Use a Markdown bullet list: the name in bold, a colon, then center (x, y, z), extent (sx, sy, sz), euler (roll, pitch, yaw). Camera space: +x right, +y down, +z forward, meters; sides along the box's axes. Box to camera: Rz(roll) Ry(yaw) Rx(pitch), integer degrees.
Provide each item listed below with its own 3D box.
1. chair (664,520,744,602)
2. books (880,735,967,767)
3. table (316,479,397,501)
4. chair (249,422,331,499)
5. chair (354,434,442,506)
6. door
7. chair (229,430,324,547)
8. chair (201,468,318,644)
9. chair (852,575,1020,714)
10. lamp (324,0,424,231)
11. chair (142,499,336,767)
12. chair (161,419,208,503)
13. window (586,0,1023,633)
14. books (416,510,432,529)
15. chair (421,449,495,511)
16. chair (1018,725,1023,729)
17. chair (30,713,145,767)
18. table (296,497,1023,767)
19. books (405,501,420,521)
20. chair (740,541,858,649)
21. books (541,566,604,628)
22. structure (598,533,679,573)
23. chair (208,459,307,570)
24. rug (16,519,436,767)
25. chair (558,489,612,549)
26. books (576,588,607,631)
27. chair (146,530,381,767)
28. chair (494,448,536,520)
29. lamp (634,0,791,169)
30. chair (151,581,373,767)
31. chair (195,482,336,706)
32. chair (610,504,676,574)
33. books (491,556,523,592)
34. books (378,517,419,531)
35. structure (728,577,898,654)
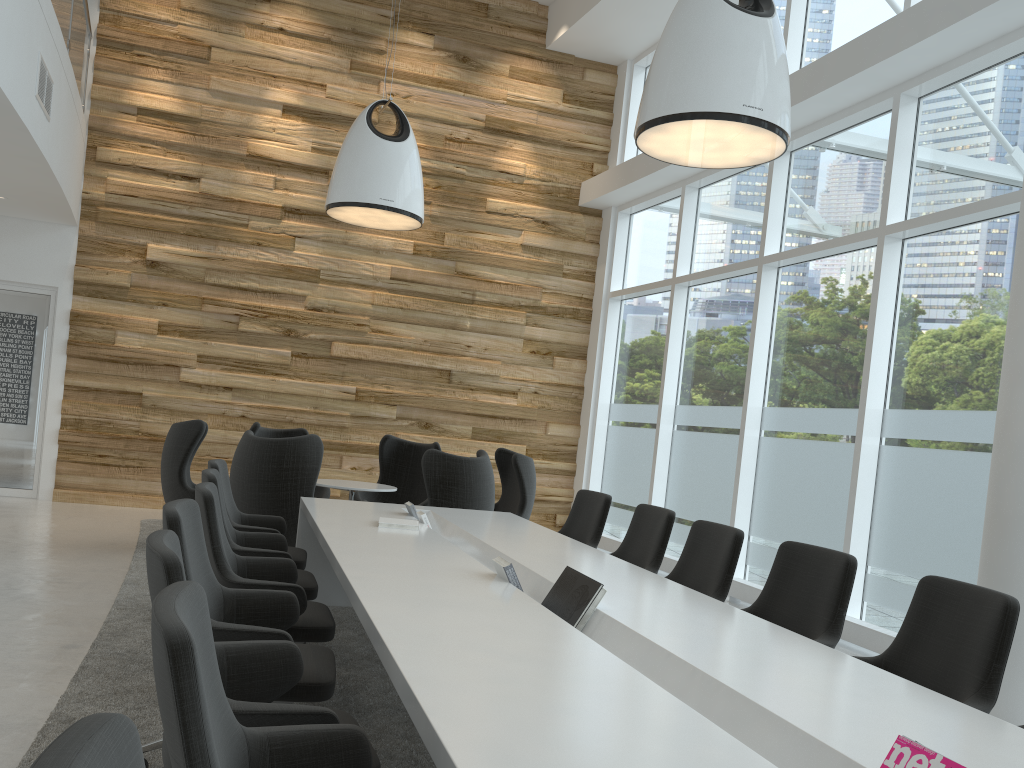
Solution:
- **chair**: center (0.781, 1.176, 4.507), extent (0.675, 0.967, 0.684), euler (6, 0, -17)
- **books**: center (0.718, 0.807, 1.467), extent (0.230, 0.275, 0.597), euler (6, -2, 4)
- **table**: center (-1.472, 1.249, 7.999), extent (0.798, 0.697, 0.800), euler (6, -1, 8)
- **chair**: center (-2.286, 0.980, 8.805), extent (0.914, 1.153, 0.917), euler (6, -1, 33)
- **chair**: center (-1.177, 1.113, 9.148), extent (0.913, 1.153, 0.917), euler (6, 0, 3)
- **door**: center (-6.094, 0.010, 9.818), extent (1.808, 2.403, 0.132), euler (6, 1, -15)
- **chair**: center (-1.731, 0.941, 6.885), extent (0.913, 1.153, 0.917), euler (6, 0, 3)
- **chair**: center (-1.368, 0.960, 4.685), extent (0.675, 0.967, 0.684), euler (6, 0, -17)
- **chair**: center (1.318, 1.160, 3.082), extent (0.675, 0.967, 0.684), euler (6, 0, -12)
- **lamp**: center (-1.043, -3.289, 7.903), extent (0.882, 3.650, 0.885), euler (6, 1, 22)
- **chair**: center (-0.962, 0.926, 3.159), extent (0.675, 0.967, 0.684), euler (6, 0, -12)
- **chair**: center (-2.558, 0.894, 7.666), extent (0.920, 1.153, 0.911), euler (6, 0, -27)
- **window**: center (-17.053, -3.392, 2.422), extent (62.736, 6.145, 30.914), euler (5, -3, 23)
- **books**: center (-0.502, 0.879, 5.314), extent (0.139, 0.223, 0.162), euler (6, 0, -16)
- **chair**: center (-0.597, 1.075, 7.204), extent (0.914, 1.153, 0.917), euler (6, -1, 33)
- **chair**: center (1.479, 1.139, 2.336), extent (0.675, 0.967, 0.684), euler (6, 0, -17)
- **chair**: center (-0.233, 0.890, 0.942), extent (0.675, 0.967, 0.684), euler (6, 0, -17)
- **table**: center (0.178, 1.162, 3.130), extent (1.503, 0.739, 6.546), euler (7, -3, -17)
- **books**: center (-0.604, 0.877, 5.636), extent (0.153, 0.241, 0.182), euler (6, 0, -16)
- **chair**: center (1.073, 1.172, 3.827), extent (0.675, 0.967, 0.683), euler (6, 0, -22)
- **books**: center (0.200, 0.821, 3.318), extent (0.139, 0.230, 0.356), euler (6, -2, -17)
- **structure**: center (1.355, 1.888, 9.789), extent (0.150, 0.214, 2.683), euler (6, -3, -21)
- **chair**: center (-1.600, 0.975, 5.464), extent (0.675, 0.967, 0.684), euler (6, 0, -12)
- **rug**: center (-0.104, 1.519, 3.417), extent (3.946, 0.010, 13.427), euler (7, -3, -16)
- **chair**: center (0.305, 1.208, 6.127), extent (0.675, 0.967, 0.683), euler (6, 0, -22)
- **books**: center (0.208, 0.842, 3.341), extent (0.158, 0.241, 0.352), euler (6, -2, -17)
- **chair**: center (-0.717, 0.914, 2.414), extent (0.675, 0.967, 0.683), euler (6, 0, -22)
- **chair**: center (-0.261, 1.170, 8.397), extent (0.920, 1.153, 0.911), euler (6, 0, -27)
- **lamp**: center (1.329, -3.184, 5.072), extent (0.881, 3.650, 0.886), euler (6, 1, 27)
- **chair**: center (-0.425, 0.910, 1.734), extent (0.675, 0.967, 0.684), euler (6, 0, -17)
- **chair**: center (-1.123, 0.947, 3.905), extent (0.675, 0.967, 0.684), euler (6, 0, -17)
- **chair**: center (0.589, 1.195, 5.299), extent (0.675, 0.967, 0.684), euler (6, 0, -17)
- **books**: center (0.003, 0.838, 3.631), extent (0.154, 0.239, 0.190), euler (6, 0, -17)
- **books**: center (-0.636, 0.785, 4.987), extent (0.224, 0.026, 0.263), euler (6, -3, -7)
- **structure**: center (2.414, 1.849, 6.815), extent (0.150, 0.214, 2.684), euler (6, -3, -18)
